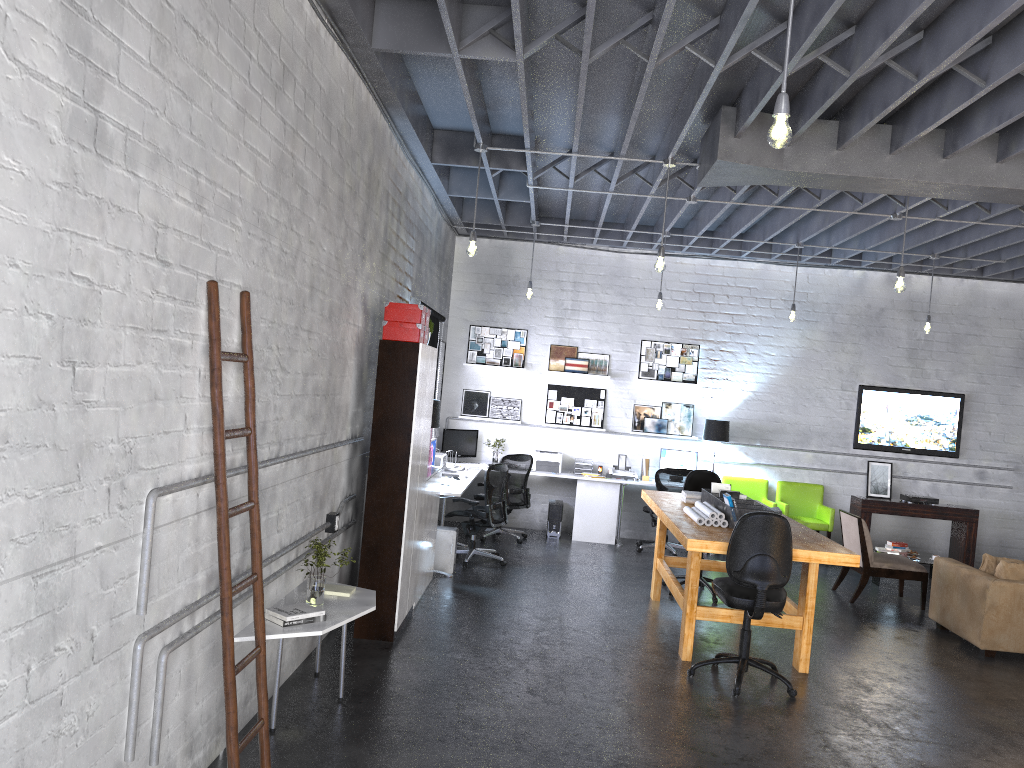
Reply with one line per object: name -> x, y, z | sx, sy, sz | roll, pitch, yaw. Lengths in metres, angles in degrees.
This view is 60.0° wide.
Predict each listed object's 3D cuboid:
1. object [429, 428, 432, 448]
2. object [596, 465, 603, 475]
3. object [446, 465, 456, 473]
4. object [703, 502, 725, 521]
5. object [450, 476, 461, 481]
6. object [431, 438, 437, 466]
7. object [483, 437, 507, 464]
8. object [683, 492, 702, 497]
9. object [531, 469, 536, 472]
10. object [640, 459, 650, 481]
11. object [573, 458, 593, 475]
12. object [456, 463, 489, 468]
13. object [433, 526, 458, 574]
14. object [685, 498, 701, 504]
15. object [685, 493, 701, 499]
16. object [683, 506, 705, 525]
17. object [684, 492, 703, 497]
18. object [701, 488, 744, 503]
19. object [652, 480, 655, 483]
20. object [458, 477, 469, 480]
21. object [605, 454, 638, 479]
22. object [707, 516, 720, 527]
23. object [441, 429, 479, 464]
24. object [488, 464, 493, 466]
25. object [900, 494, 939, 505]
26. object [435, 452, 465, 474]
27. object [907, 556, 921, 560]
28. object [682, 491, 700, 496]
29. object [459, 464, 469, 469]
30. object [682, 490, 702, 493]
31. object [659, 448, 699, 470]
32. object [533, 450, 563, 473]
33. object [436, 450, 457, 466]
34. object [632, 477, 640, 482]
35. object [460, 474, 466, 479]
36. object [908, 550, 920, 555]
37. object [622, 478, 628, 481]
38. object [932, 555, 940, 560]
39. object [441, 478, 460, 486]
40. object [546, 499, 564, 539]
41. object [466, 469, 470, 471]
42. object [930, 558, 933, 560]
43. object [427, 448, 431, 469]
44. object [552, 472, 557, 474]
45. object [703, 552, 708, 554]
object -> -0.824, 0.470, 7.803 | 0.214, 0.177, 0.161 | 5, 0, 2
object -> 1.115, 1.090, 11.199 | 0.093, 0.116, 0.067 | 5, 1, 2
object -> -0.840, 0.942, 9.996 | 0.392, 0.064, 0.259 | 5, 0, 2
object -> 1.530, 0.964, 6.751 | 0.057, 0.057, 0.635 | 5, 0, 2
object -> -0.589, 0.978, 9.206 | 0.114, 0.036, 0.058 | 5, 0, -8
object -> -0.876, 0.760, 8.958 | 0.212, 0.417, 0.465 | 5, 0, 2
object -> -0.209, 0.851, 11.247 | 0.297, 0.363, 0.270 | 5, 1, -43
object -> 1.767, 0.992, 7.783 | 0.519, 0.047, 0.046 | 5, 0, 2
object -> 0.224, 1.061, 10.929 | 0.103, 0.021, 0.131 | 5, 0, -18
object -> 1.676, 1.073, 11.123 | 0.087, 0.259, 0.236 | 5, 0, 2
object -> 0.898, 1.042, 11.166 | 0.229, 0.181, 0.316 | 5, 0, 2
object -> -0.483, 0.994, 10.823 | 0.422, 0.028, 0.180 | 5, 0, -38
object -> -0.769, 1.561, 8.415 | 0.478, 0.411, 0.200 | 5, 1, 2
object -> 1.759, 1.031, 7.666 | 0.519, 0.047, 0.047 | 5, 0, 2
object -> 1.763, 0.992, 7.681 | 0.519, 0.047, 0.046 | 5, 0, 0
object -> 1.383, 1.000, 6.758 | 0.057, 0.058, 0.635 | 5, 0, 2
object -> 1.765, 0.992, 7.736 | 0.519, 0.047, 0.046 | 5, 0, 2
object -> 1.776, 0.987, 7.480 | 0.316, 0.156, 0.306 | 5, 0, 2
object -> 1.935, 1.212, 10.826 | 0.422, 0.028, 0.181 | 5, 0, -3
object -> -0.522, 0.994, 9.292 | 0.119, 0.016, 0.119 | 5, 0, 20
object -> 1.375, 1.036, 11.140 | 0.405, 0.280, 0.399 | 5, 0, 2
object -> 1.496, 1.010, 6.753 | 0.057, 0.058, 0.635 | 5, 0, 2
object -> -0.666, 0.777, 11.088 | 0.147, 0.427, 0.560 | 6, 1, 39
object -> -0.260, 1.010, 11.004 | 0.114, 0.036, 0.058 | 5, 0, 42
object -> 5.040, 1.432, 10.979 | 0.370, 0.082, 0.266 | 5, 0, 2
object -> -0.750, 0.866, 9.566 | 0.485, 0.230, 0.420 | 5, 0, 2
object -> 4.468, 1.926, 9.858 | 0.137, 0.031, 0.137 | 5, 0, 28
object -> 1.769, 0.992, 7.828 | 0.519, 0.047, 0.046 | 5, 0, 2
object -> -0.566, 0.975, 10.493 | 0.130, 0.049, 0.130 | 5, 0, 19
object -> 1.771, 0.993, 7.876 | 0.519, 0.047, 0.046 | 5, 0, 2
object -> 2.076, 1.030, 11.105 | 0.465, 0.417, 0.212 | 5, 1, 7
object -> 0.454, 0.975, 11.188 | 0.351, 0.235, 0.351 | 5, 0, 2
object -> -0.814, 0.875, 10.334 | 0.324, 0.208, 0.233 | 5, 0, 2
object -> 1.525, 1.164, 10.860 | 0.095, 0.050, 0.095 | 5, 0, -29
object -> -0.513, 0.971, 9.295 | 0.078, 0.049, 0.062 | 5, 0, -27
object -> 4.610, 1.935, 10.205 | 0.151, 0.040, 0.151 | 5, 0, 20
object -> 1.382, 1.168, 10.851 | 0.017, 0.016, 0.076 | 5, 0, -38
object -> 4.716, 1.932, 9.854 | 0.081, 0.052, 0.077 | 5, 0, -39
object -> -0.625, 0.978, 8.914 | 0.181, 0.028, 0.422 | 5, 0, -8
object -> 0.533, 1.682, 11.078 | 0.180, 0.411, 0.476 | 5, 0, 2
object -> -0.530, 0.993, 10.298 | 0.058, 0.020, 0.071 | 5, 0, -34
object -> 4.712, 1.955, 9.853 | 0.131, 0.016, 0.131 | 5, 0, 9
object -> -0.840, 0.646, 7.806 | 0.214, 0.177, 0.161 | 5, 0, 2
object -> 0.526, 1.091, 10.879 | 0.075, 0.016, 0.017 | 5, 0, 27
object -> 2.307, 1.842, 10.928 | 0.180, 0.411, 0.476 | 5, 0, 2
